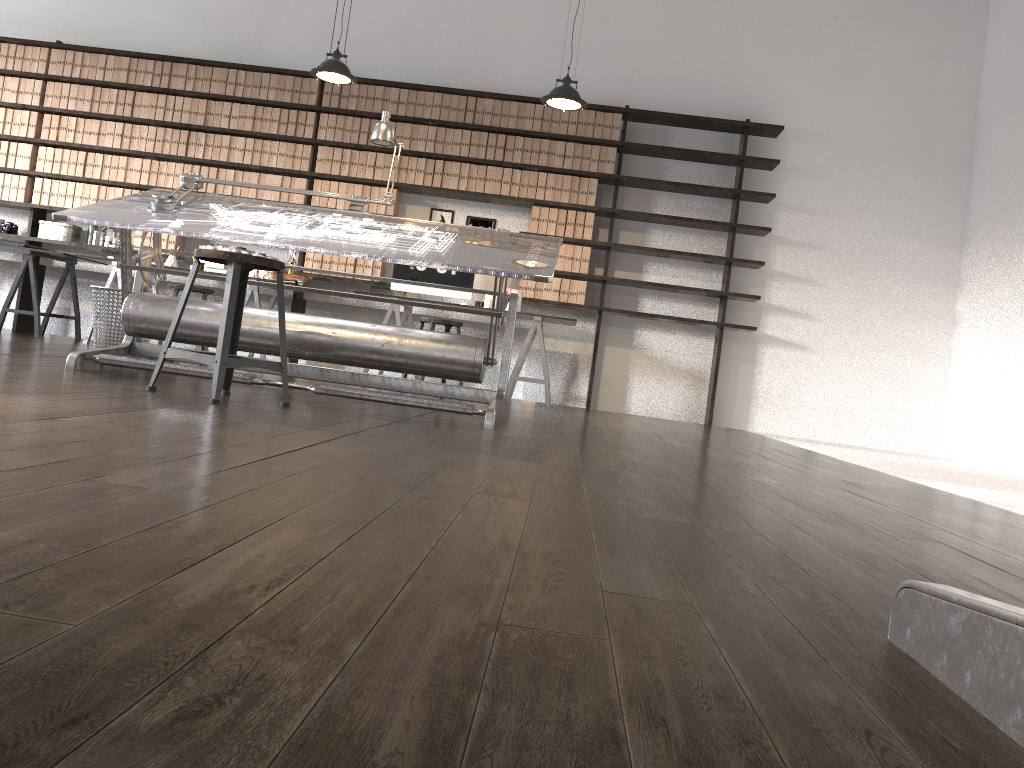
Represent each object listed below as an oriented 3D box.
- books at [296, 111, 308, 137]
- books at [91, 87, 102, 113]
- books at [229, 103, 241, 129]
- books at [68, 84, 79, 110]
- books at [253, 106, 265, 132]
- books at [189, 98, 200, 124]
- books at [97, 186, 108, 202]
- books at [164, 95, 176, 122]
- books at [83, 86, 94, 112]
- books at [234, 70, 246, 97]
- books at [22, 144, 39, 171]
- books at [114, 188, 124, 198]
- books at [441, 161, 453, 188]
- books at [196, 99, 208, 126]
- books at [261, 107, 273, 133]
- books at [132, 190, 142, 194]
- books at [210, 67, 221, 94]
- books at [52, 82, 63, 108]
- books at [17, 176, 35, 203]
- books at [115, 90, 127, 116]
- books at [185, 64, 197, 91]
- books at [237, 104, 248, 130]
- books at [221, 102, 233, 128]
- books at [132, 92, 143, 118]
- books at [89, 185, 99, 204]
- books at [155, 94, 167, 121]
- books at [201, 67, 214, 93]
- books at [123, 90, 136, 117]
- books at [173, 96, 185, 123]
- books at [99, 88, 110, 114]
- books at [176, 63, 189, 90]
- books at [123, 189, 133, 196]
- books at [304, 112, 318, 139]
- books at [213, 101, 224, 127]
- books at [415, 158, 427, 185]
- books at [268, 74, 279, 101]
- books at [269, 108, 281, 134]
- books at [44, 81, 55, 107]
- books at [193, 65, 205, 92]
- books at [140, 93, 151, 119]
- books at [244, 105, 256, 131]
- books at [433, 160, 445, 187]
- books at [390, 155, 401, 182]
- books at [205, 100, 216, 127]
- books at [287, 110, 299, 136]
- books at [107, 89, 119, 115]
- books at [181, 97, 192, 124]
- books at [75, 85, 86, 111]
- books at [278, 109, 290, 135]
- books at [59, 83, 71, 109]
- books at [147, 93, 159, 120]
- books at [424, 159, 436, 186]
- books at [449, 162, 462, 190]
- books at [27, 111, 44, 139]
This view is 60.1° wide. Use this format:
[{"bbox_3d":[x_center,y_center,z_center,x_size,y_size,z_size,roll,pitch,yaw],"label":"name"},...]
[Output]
[{"bbox_3d":[-1.727,-2.130,7.355,0.067,0.226,0.174,8,-1,3],"label":"books"},{"bbox_3d":[-3.462,-2.365,7.467,0.067,0.226,0.174,8,-1,3],"label":"books"},{"bbox_3d":[-2.280,-2.205,7.388,0.067,0.226,0.174,8,-1,3],"label":"books"},{"bbox_3d":[-3.657,-2.392,7.476,0.067,0.226,0.174,8,-1,3],"label":"books"},{"bbox_3d":[-2.085,-2.179,7.378,0.067,0.226,0.174,8,-1,3],"label":"books"},{"bbox_3d":[-2.625,-2.252,7.412,0.067,0.226,0.174,8,-1,3],"label":"books"},{"bbox_3d":[-3.400,-1.533,7.428,0.067,0.226,0.174,8,-1,3],"label":"books"},{"bbox_3d":[-2.833,-2.280,7.423,0.067,0.226,0.174,8,-1,3],"label":"books"},{"bbox_3d":[-3.529,-2.374,7.465,0.067,0.226,0.174,8,-1,3],"label":"books"},{"bbox_3d":[-2.240,-2.480,7.397,0.067,0.226,0.174,8,-1,3],"label":"books"},{"bbox_3d":[-4.038,-1.892,7.475,0.067,0.226,0.174,8,-1,3],"label":"books"},{"bbox_3d":[-3.260,-1.514,7.415,0.067,0.226,0.174,8,-1,3],"label":"books"},{"bbox_3d":[-0.520,-1.696,7.266,0.067,0.226,0.174,8,-1,3],"label":"books"},{"bbox_3d":[-2.560,-2.243,7.403,0.067,0.226,0.174,8,-1,3],"label":"books"},{"bbox_3d":[-2.015,-2.169,7.373,0.067,0.226,0.174,8,-1,3],"label":"books"},{"bbox_3d":[-3.115,-1.494,7.405,0.067,0.226,0.174,8,-1,3],"label":"books"},{"bbox_3d":[-2.446,-2.508,7.411,0.067,0.226,0.174,8,-1,3],"label":"books"},{"bbox_3d":[-3.798,-2.411,7.488,0.067,0.226,0.174,8,-1,3],"label":"books"},{"bbox_3d":[-4.078,-1.624,7.467,0.067,0.226,0.174,8,-1,3],"label":"books"},{"bbox_3d":[-3.251,-2.337,7.454,0.067,0.226,0.174,8,-1,3],"label":"books"},{"bbox_3d":[-2.658,-2.537,7.424,0.067,0.226,0.174,8,-1,3],"label":"books"},{"bbox_3d":[-2.218,-2.197,7.385,0.067,0.226,0.174,8,-1,3],"label":"books"},{"bbox_3d":[-2.352,-2.215,7.390,0.067,0.226,0.174,8,-1,3],"label":"books"},{"bbox_3d":[-3.104,-2.317,7.444,0.067,0.226,0.174,8,-1,3],"label":"books"},{"bbox_3d":[-3.467,-1.542,7.427,0.067,0.226,0.174,8,-1,3],"label":"books"},{"bbox_3d":[-2.905,-2.290,7.425,0.067,0.226,0.174,8,-1,3],"label":"books"},{"bbox_3d":[-2.520,-2.518,7.417,0.067,0.226,0.174,8,-1,3],"label":"books"},{"bbox_3d":[-3.177,-2.327,7.443,0.067,0.226,0.174,8,-1,3],"label":"books"},{"bbox_3d":[-2.759,-2.270,7.417,0.067,0.226,0.174,8,-1,3],"label":"books"},{"bbox_3d":[-3.391,-2.356,7.462,0.067,0.226,0.174,8,-1,3],"label":"books"},{"bbox_3d":[-2.730,-2.546,7.425,0.067,0.226,0.174,8,-1,3],"label":"books"},{"bbox_3d":[-3.189,-1.504,7.415,0.067,0.226,0.174,8,-1,3],"label":"books"},{"bbox_3d":[-1.652,-2.120,7.348,0.067,0.226,0.174,8,-1,3],"label":"books"},{"bbox_3d":[-2.421,-2.224,7.399,0.067,0.226,0.174,8,-1,3],"label":"books"},{"bbox_3d":[-0.739,-1.725,7.276,0.067,0.226,0.174,8,-1,3],"label":"books"},{"bbox_3d":[-1.961,-2.442,7.379,0.067,0.226,0.174,8,-1,3],"label":"books"},{"bbox_3d":[-1.945,-2.160,7.365,0.067,0.226,0.174,8,-1,3],"label":"books"},{"bbox_3d":[-3.867,-2.420,7.494,0.067,0.226,0.174,8,-1,3],"label":"books"},{"bbox_3d":[-2.589,-2.527,7.423,0.067,0.226,0.174,8,-1,3],"label":"books"},{"bbox_3d":[-3.039,-2.308,7.438,0.067,0.226,0.174,8,-1,3],"label":"books"},{"bbox_3d":[-2.152,-2.188,7.376,0.067,0.226,0.174,8,-1,3],"label":"books"},{"bbox_3d":[-0.594,-1.706,7.265,0.067,0.226,0.174,8,-1,3],"label":"books"},{"bbox_3d":[-0.946,-1.753,7.287,0.067,0.226,0.174,8,-1,3],"label":"books"},{"bbox_3d":[-2.490,-2.234,7.405,0.067,0.226,0.174,8,-1,3],"label":"books"},{"bbox_3d":[-1.800,-2.140,7.355,0.067,0.226,0.174,8,-1,3],"label":"books"},{"bbox_3d":[-3.322,-2.346,7.454,0.067,0.226,0.174,8,-1,3],"label":"books"},{"bbox_3d":[-2.688,-2.260,7.414,0.067,0.226,0.174,8,-1,3],"label":"books"},{"bbox_3d":[-3.594,-2.383,7.474,0.067,0.226,0.174,8,-1,3],"label":"books"},{"bbox_3d":[-1.874,-2.150,7.365,0.067,0.226,0.174,8,-1,3],"label":"books"},{"bbox_3d":[-3.729,-2.401,7.479,0.067,0.226,0.174,8,-1,3],"label":"books"},{"bbox_3d":[-2.977,-2.299,7.429,0.067,0.226,0.174,8,-1,3],"label":"books"},{"bbox_3d":[-0.668,-1.716,7.276,0.067,0.226,0.174,8,-1,3],"label":"books"},{"bbox_3d":[-0.456,-1.687,7.255,0.067,0.226,0.174,8,-1,3],"label":"books"},{"bbox_3d":[-4.004,-2.168,7.491,0.067,0.226,0.174,8,-1,3],"label":"books"}]
